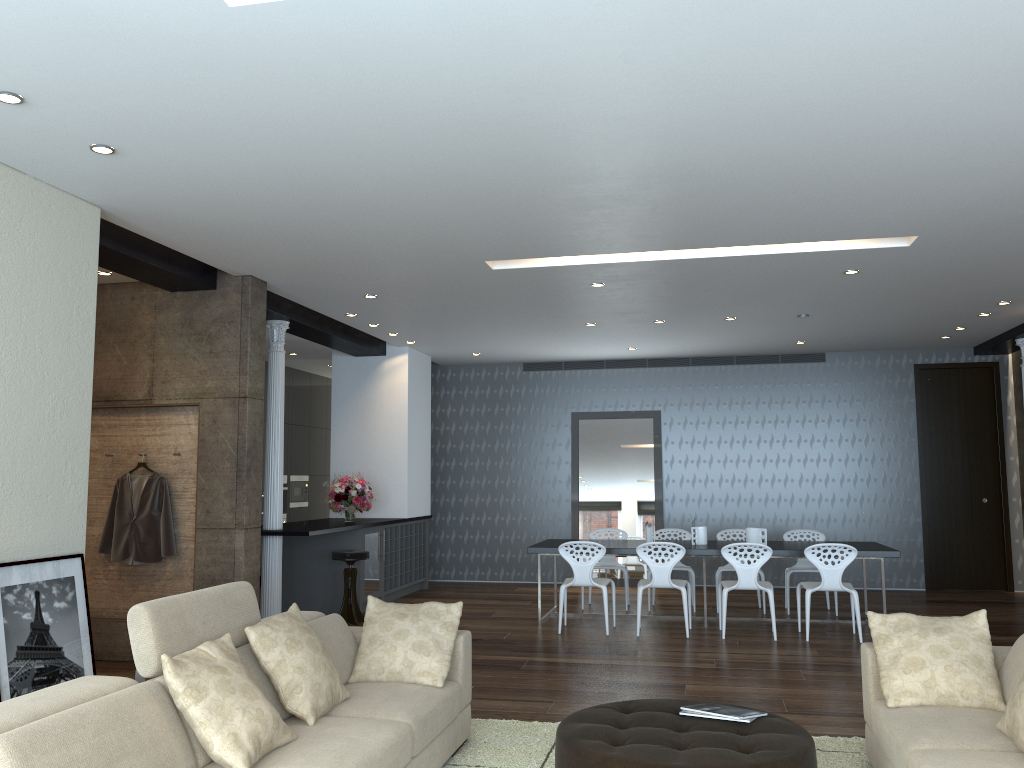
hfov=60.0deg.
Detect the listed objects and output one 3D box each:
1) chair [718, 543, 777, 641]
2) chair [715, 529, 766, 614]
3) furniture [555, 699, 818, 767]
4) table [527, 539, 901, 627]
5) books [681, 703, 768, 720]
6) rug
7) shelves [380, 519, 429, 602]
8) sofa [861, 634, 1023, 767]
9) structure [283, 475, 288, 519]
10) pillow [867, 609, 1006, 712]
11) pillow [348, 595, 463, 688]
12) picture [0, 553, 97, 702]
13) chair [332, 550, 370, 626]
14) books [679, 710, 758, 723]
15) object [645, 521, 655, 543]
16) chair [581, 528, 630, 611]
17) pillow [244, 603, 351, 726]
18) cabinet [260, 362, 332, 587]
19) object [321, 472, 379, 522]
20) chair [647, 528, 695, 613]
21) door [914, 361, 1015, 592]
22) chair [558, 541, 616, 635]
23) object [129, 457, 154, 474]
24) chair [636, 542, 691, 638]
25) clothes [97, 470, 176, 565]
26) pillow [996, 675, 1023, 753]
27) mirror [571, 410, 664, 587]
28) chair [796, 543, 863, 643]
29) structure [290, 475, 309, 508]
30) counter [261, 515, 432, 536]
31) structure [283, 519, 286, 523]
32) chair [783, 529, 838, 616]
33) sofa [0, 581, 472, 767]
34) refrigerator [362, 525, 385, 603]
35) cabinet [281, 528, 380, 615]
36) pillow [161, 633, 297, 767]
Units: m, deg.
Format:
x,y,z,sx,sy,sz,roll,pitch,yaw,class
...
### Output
x,y,z,sx,sy,sz,roll,pitch,yaw,class
2.082,1.810,7.865,0.495,0.835,0.581,-2,-6,12,chair
2.414,1.978,9.439,0.495,0.835,0.581,-2,-6,12,chair
0.707,1.589,3.666,1.057,0.355,1.057,-2,-6,14,furniture
1.935,1.966,8.819,3.400,0.733,1.200,-2,-6,12,table
0.921,1.422,3.858,0.220,0.040,0.301,5,-8,-43,books
0.547,1.683,2.784,2.972,0.020,4.231,-2,-6,12,rug
-1.694,2.107,10.705,0.900,0.897,1.700,-2,-6,12,shelves
1.919,1.228,2.980,1.021,0.950,2.581,-2,-6,12,sofa
-3.472,1.554,12.178,0.591,0.596,0.595,-2,-6,12,structure
1.911,1.233,4.025,0.518,0.393,0.395,-2,-6,15,pillow
-0.532,1.303,4.542,0.518,0.393,0.395,-1,-6,9,pillow
-2.402,1.404,4.575,0.195,0.988,0.700,-2,-6,12,picture
1.462,1.944,7.244,21.556,0.952,16.134,-2,-6,12,chair
0.902,1.428,3.839,0.300,0.031,0.219,-3,-7,27,books
1.378,1.494,8.922,0.076,0.233,0.161,0,-6,-6,object
1.040,2.017,9.730,0.495,0.835,0.581,-2,-6,12,chair
-0.924,1.209,3.854,0.301,0.439,0.534,-1,-6,8,pillow
-3.800,1.121,11.219,0.827,2.980,7.409,-2,-6,12,cabinet
-1.797,1.249,9.853,0.570,0.552,0.544,-2,-6,18,object
1.727,1.998,9.585,0.495,0.835,0.581,-2,-6,12,chair
5.599,1.145,11.083,1.000,2.814,0.246,-2,-6,12,door
0.678,1.851,8.175,0.495,0.835,0.581,-2,-6,12,chair
-2.939,0.664,7.043,0.430,0.219,0.010,-2,-6,12,object
1.363,1.831,8.026,0.495,0.835,0.581,-2,-6,12,chair
-2.950,1.048,6.989,0.700,0.735,0.173,-1,-6,10,clothes
1.985,1.126,3.239,0.301,0.439,0.534,-2,-6,15,pillow
1.380,1.498,11.717,1.200,2.294,0.240,-2,-6,12,mirror
2.767,1.792,7.739,0.495,0.835,0.581,-2,-6,12,chair
-3.320,1.557,12.865,0.528,0.452,0.595,-2,-6,12,structure
-1.905,1.538,9.783,1.000,0.040,3.700,-2,-6,12,counter
-3.468,2.152,12.114,0.591,0.596,0.595,-2,-6,12,structure
3.100,1.958,9.294,0.495,0.835,0.581,-2,-6,12,chair
-0.963,1.311,3.590,1.021,0.950,2.581,-2,-6,12,sofa
-1.510,1.917,9.511,0.075,0.774,0.578,-2,-6,16,refrigerator
-1.938,1.986,9.567,0.900,0.897,0.642,-2,-6,12,cabinet
-1.042,1.154,3.243,0.368,0.416,0.519,-1,-6,7,pillow
